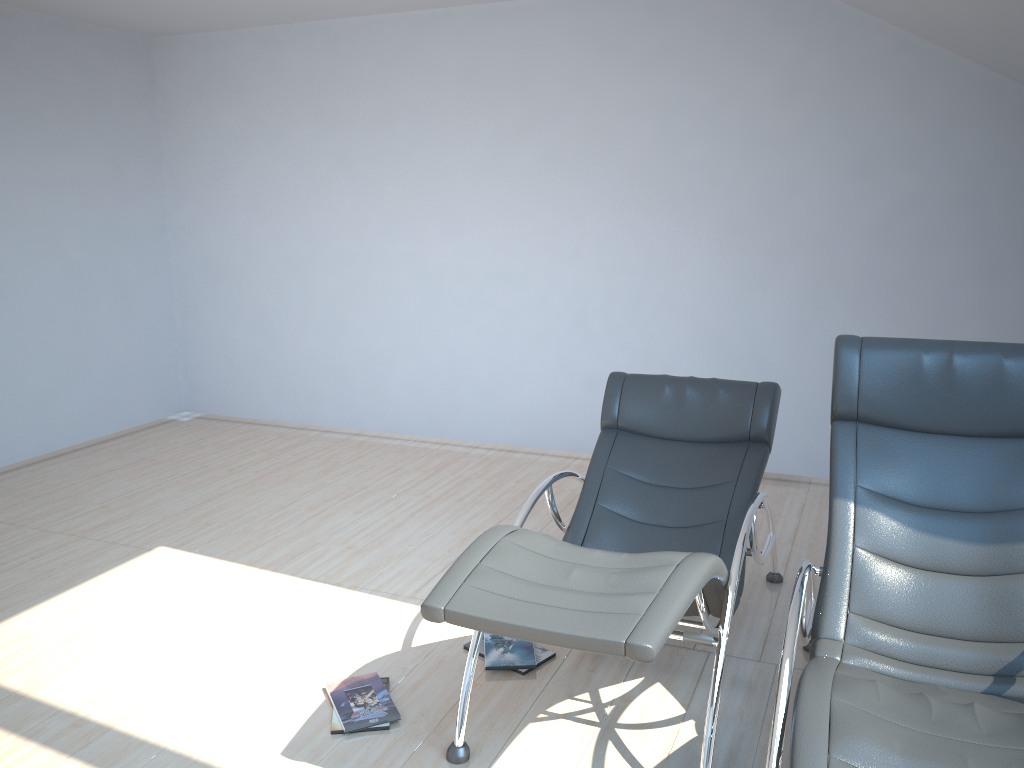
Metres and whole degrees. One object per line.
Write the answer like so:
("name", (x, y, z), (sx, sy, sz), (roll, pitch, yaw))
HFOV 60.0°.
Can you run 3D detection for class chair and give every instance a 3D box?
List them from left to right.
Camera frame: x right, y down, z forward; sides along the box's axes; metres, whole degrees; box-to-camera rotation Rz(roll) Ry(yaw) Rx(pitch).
("chair", (0.450, 0.597, 3.178), (0.836, 0.953, 2.114), (4, 13, 22))
("chair", (1.150, 0.616, 2.318), (0.836, 1.251, 1.938), (4, 13, 22))

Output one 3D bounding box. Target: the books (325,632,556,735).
("books", (0.143, 1.303, 1.588), (1.045, 0.222, 4.790), (-3, 12, -10))
